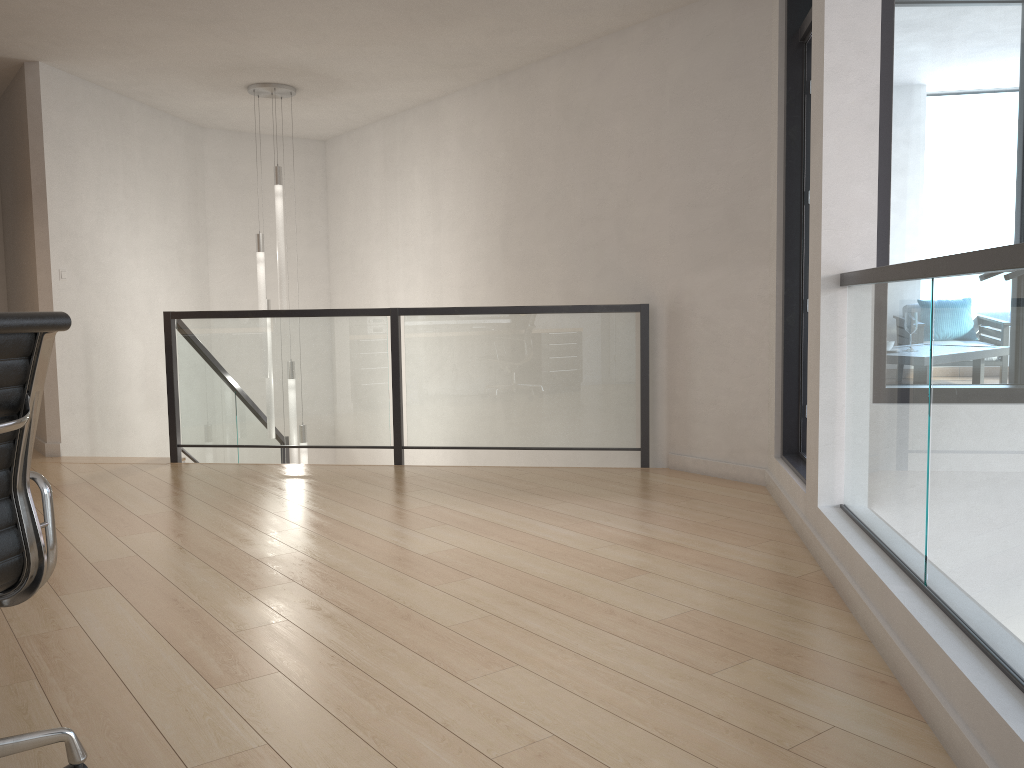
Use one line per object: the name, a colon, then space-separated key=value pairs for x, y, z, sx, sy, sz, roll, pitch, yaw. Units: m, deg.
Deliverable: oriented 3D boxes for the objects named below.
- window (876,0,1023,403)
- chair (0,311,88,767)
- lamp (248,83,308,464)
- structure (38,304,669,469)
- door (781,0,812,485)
window: x=3.853 y=-1.136 z=3.045 sx=5.002 sy=2.402 sz=0.170 roll=0 pitch=5 yaw=8
chair: x=-1.197 y=0.373 z=1.581 sx=0.699 sy=0.991 sz=0.664 roll=0 pitch=5 yaw=14
lamp: x=-1.836 y=-1.416 z=6.902 sx=0.359 sy=6.725 sz=0.359 roll=-1 pitch=5 yaw=0
structure: x=-0.896 y=1.567 z=7.152 sx=4.190 sy=4.339 sz=2.823 roll=0 pitch=5 yaw=8
door: x=1.758 y=-0.830 z=3.959 sx=0.924 sy=2.500 sz=0.905 roll=0 pitch=5 yaw=8
